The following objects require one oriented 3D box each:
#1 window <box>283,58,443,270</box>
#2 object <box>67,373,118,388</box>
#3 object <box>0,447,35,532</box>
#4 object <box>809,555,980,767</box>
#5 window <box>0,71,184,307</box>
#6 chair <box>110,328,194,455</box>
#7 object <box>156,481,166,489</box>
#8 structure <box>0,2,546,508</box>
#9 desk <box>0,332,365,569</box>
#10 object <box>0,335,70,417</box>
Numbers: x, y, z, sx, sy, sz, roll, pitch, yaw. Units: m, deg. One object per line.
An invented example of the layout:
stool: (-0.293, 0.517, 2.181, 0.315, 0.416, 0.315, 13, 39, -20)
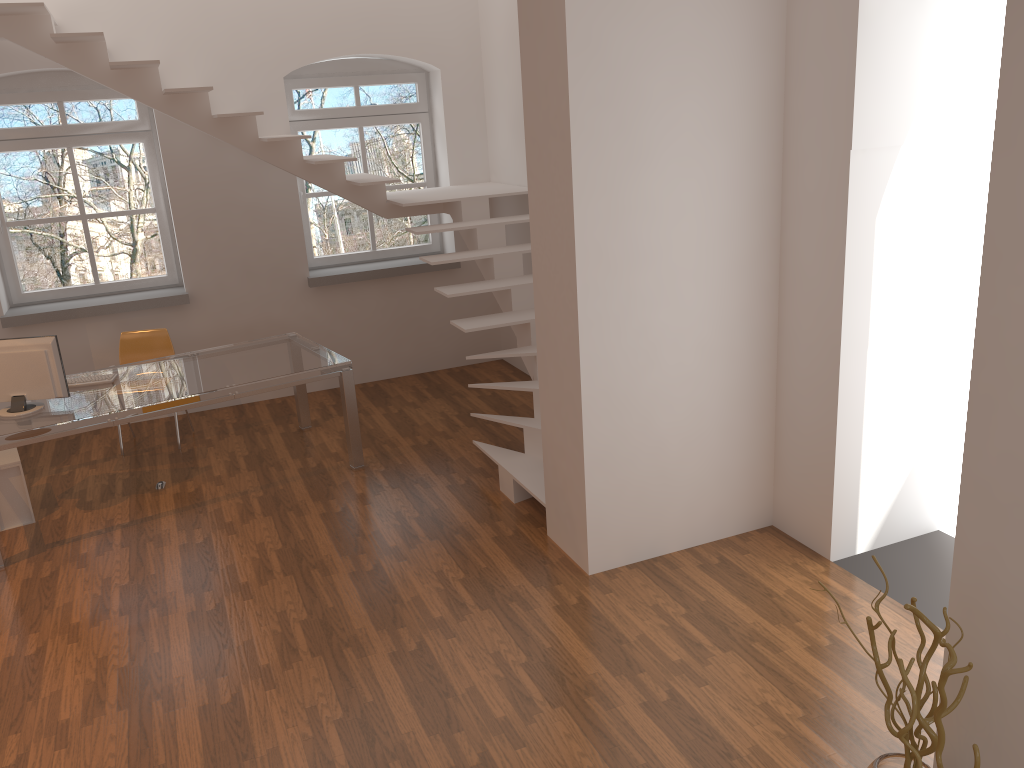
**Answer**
window: (-1.290, -1.920, 7.738, 1.308, 1.737, 0.142, -10, 19, -20)
object: (-2.774, -0.015, 5.652, 0.467, 0.031, 0.200, -7, 18, -11)
object: (-3.164, 0.632, 5.557, 0.200, 0.422, 0.474, -14, 20, -30)
object: (1.005, 1.011, 2.287, 0.284, 1.112, 0.655, -4, 17, 0)
window: (-3.405, -1.530, 6.942, 1.308, 1.737, 0.142, -10, 19, -20)
chair: (-2.705, 0.051, 6.573, 0.495, 0.829, 0.464, -6, 17, -6)
object: (-2.339, 0.671, 5.906, 0.054, 0.035, 0.115, -7, 18, -11)
structure: (-1.660, -0.842, 5.553, 4.630, 3.042, 3.450, -10, 19, -20)
desk: (-2.254, 0.322, 5.775, 2.239, 0.750, 1.092, -14, 20, -30)
object: (-2.888, -0.045, 5.121, 0.516, 0.418, 0.245, -1, 18, 8)
